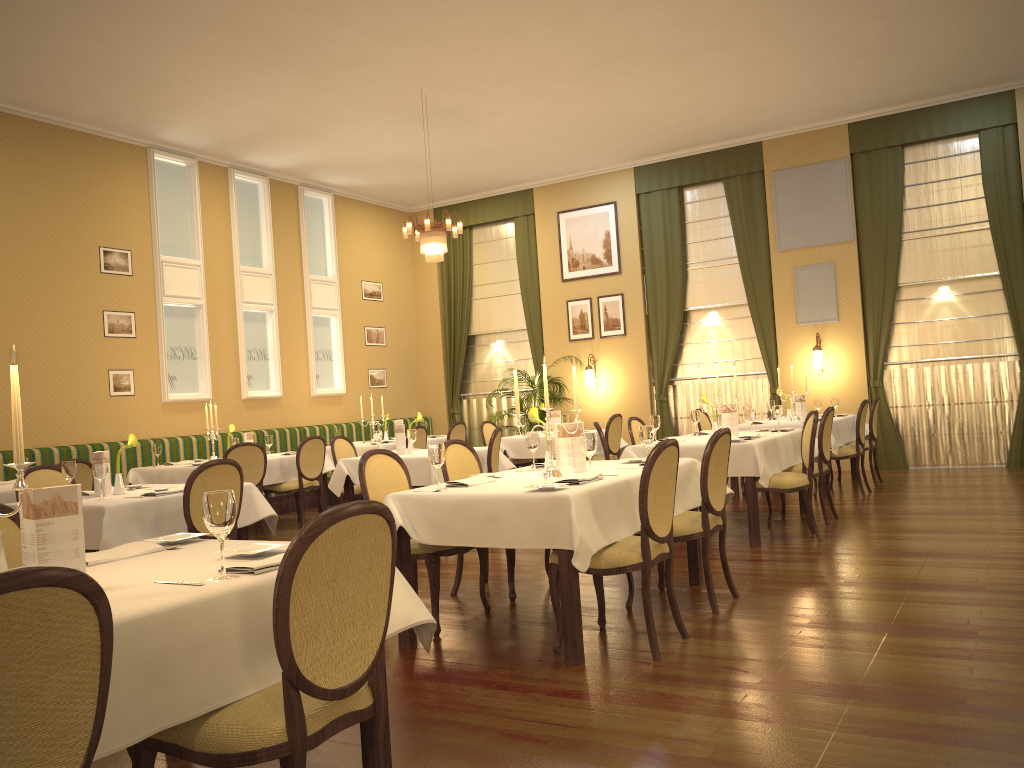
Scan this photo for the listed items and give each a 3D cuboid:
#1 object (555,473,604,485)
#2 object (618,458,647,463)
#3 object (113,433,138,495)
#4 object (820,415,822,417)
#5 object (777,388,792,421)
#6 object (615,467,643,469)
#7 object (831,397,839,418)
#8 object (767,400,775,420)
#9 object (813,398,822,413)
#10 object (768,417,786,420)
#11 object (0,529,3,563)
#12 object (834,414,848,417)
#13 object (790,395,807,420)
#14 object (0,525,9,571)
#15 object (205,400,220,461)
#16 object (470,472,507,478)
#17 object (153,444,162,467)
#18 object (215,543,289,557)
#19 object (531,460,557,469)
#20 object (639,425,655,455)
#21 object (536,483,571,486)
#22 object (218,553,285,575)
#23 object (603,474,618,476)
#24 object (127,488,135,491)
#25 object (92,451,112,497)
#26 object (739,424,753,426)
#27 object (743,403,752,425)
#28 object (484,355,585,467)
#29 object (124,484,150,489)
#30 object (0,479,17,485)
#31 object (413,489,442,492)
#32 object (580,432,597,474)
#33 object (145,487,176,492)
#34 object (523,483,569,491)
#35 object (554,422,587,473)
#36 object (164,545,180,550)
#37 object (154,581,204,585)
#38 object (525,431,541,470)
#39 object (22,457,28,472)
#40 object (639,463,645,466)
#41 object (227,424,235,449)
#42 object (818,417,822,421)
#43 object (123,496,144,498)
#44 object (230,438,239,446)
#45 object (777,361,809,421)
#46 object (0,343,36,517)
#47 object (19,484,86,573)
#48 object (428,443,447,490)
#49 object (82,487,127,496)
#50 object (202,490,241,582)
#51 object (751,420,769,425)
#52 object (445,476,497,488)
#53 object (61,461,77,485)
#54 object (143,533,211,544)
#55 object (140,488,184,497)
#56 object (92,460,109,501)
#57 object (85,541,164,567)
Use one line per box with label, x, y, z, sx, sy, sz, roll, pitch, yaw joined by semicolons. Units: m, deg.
object;0.324;0.464;4.312;0.142;0.033;0.273;-5;-1;30
object;0.736;0.459;5.292;0.160;0.024;0.160;-5;-1;30
object;-2.431;0.501;5.563;0.163;0.375;0.076;-4;-1;7
object;3.585;0.365;10.188;0.160;0.024;0.160;-5;-1;30
object;3.019;0.219;9.805;0.076;0.375;0.163;-3;-1;-38
object;0.652;0.463;4.904;0.185;0.010;0.017;-5;-1;30
object;3.555;0.255;9.749;0.088;0.229;0.088;-4;-1;-12
object;2.975;0.302;10.167;0.088;0.229;0.088;-4;-1;-12
object;3.242;0.268;9.385;0.088;0.229;0.088;-4;-1;-12
object;3.095;0.398;10.337;0.142;0.033;0.273;-5;-1;30
object;-1.125;0.412;1.880;0.088;0.229;0.088;-4;-1;-12
object;3.695;0.355;10.002;0.142;0.024;0.273;-5;-1;30
object;3.171;0.259;9.773;0.166;0.277;0.081;-4;-1;2
object;-1.348;0.363;2.300;0.076;0.375;0.163;-3;-1;-38
object;-3.113;0.484;9.207;0.390;0.655;0.131;-5;-2;44
object;-0.132;0.509;4.889;0.160;0.024;0.160;-5;-1;30
object;-3.578;0.719;8.958;0.088;0.229;0.088;-4;-1;-12
object;-0.782;0.509;2.683;0.160;0.024;0.160;-5;-1;30
object;0.246;0.492;5.442;0.142;0.033;0.273;-5;-1;30
object;0.755;0.347;4.938;0.088;0.229;0.088;-4;-1;-12
object;0.196;0.477;4.197;0.181;0.015;0.038;-5;-1;32
object;-0.672;0.499;2.497;0.142;0.024;0.273;-5;-1;30
object;0.459;0.469;4.573;0.185;0.010;0.017;-5;-1;30
object;-2.542;0.695;5.840;0.181;0.015;0.038;-5;-1;32
object;-2.557;0.559;5.511;0.081;0.277;0.166;-4;-1;-13
object;2.436;0.428;9.246;0.181;0.015;0.038;-5;-1;32
object;2.478;0.319;9.322;0.088;0.229;0.088;-4;-1;-12
object;0.359;0.509;12.889;1.496;1.807;1.552;-4;-1;11
object;-2.530;0.692;5.952;0.160;0.024;0.160;-5;-1;30
object;-4.321;0.844;7.636;0.142;0.033;0.273;-5;-1;30
object;-0.413;0.521;4.351;0.181;0.015;0.038;-5;-1;32
object;0.393;0.362;4.490;0.088;0.229;0.088;-3;-1;-18
object;-2.177;0.659;5.507;0.160;0.024;0.160;-5;-1;30
object;0.159;0.472;4.038;0.160;0.024;0.160;-5;-1;30
object;0.322;0.353;4.878;0.166;0.277;0.081;-4;-1;2
object;-1.175;0.545;2.969;0.181;0.015;0.038;-5;-1;32
object;-0.866;0.513;2.295;0.185;0.010;0.017;-5;-1;30
object;0.126;0.396;5.272;0.088;0.229;0.088;-4;-1;-12
object;-3.918;0.705;7.103;0.088;0.229;0.088;-4;-1;-12
object;0.846;0.449;5.106;0.142;0.024;0.273;-5;-1;30
object;-2.981;0.615;9.383;0.076;0.375;0.163;-3;-1;-38
object;3.173;0.370;9.208;0.142;0.033;0.273;-5;-1;30
object;-2.219;0.662;5.191;0.185;0.010;0.017;-5;-1;30
object;-2.814;0.669;9.021;0.088;0.229;0.088;-4;-1;-12
object;3.038;0.077;9.575;0.390;0.655;0.131;-4;-1;-4
object;-1.329;0.220;2.070;0.390;0.655;0.131;-3;-1;-26
object;-1.197;0.403;2.269;0.166;0.277;0.081;-4;-1;2
object;-0.371;0.412;4.427;0.088;0.229;0.088;-4;-1;-12
object;-2.639;0.692;5.704;0.142;0.033;0.273;-5;-1;30
object;-0.763;0.397;2.328;0.088;0.229;0.088;-4;-1;-12
object;2.639;0.412;9.480;0.142;0.033;0.273;-5;-1;30
object;-0.210;0.506;4.585;0.142;0.033;0.273;-5;-1;30
object;-2.759;0.596;5.534;0.088;0.229;0.088;-4;-1;-12
object;-1.163;0.542;3.080;0.160;0.024;0.160;-5;-1;30
object;-2.067;0.649;5.321;0.142;0.024;0.273;-5;-1;30
object;-2.408;0.565;5.192;0.088;0.229;0.088;-4;-1;-12
object;-1.272;0.542;2.832;0.142;0.033;0.273;-5;-1;30
